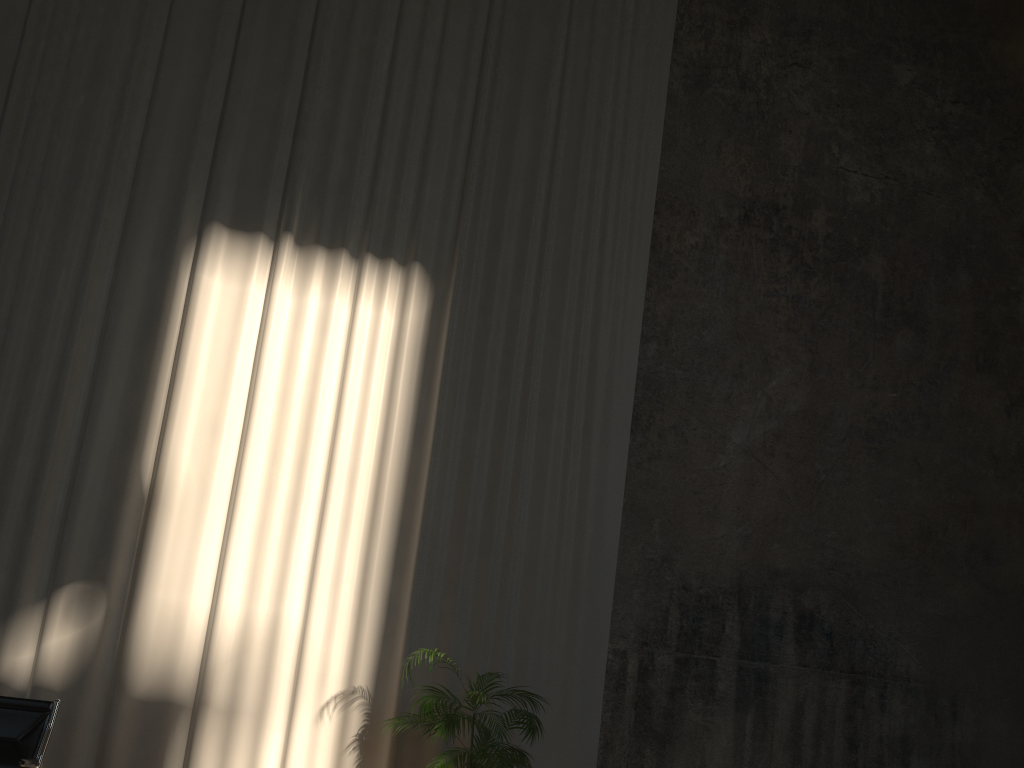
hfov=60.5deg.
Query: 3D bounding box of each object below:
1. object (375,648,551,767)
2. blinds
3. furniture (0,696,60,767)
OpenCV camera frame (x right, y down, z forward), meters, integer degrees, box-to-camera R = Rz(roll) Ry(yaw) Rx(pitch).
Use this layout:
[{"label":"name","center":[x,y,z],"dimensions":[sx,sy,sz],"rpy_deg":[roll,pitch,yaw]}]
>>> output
[{"label":"object","center":[-0.312,2.553,5.951],"dimensions":[1.137,1.422,1.112],"rpy_deg":[11,-12,-17]},{"label":"blinds","center":[-2.684,-1.248,6.771],"dimensions":[7.845,8.452,0.280],"rpy_deg":[9,-9,-8]},{"label":"furniture","center":[-3.732,2.147,5.004],"dimensions":[1.874,0.824,0.724],"rpy_deg":[10,-12,-9]}]
